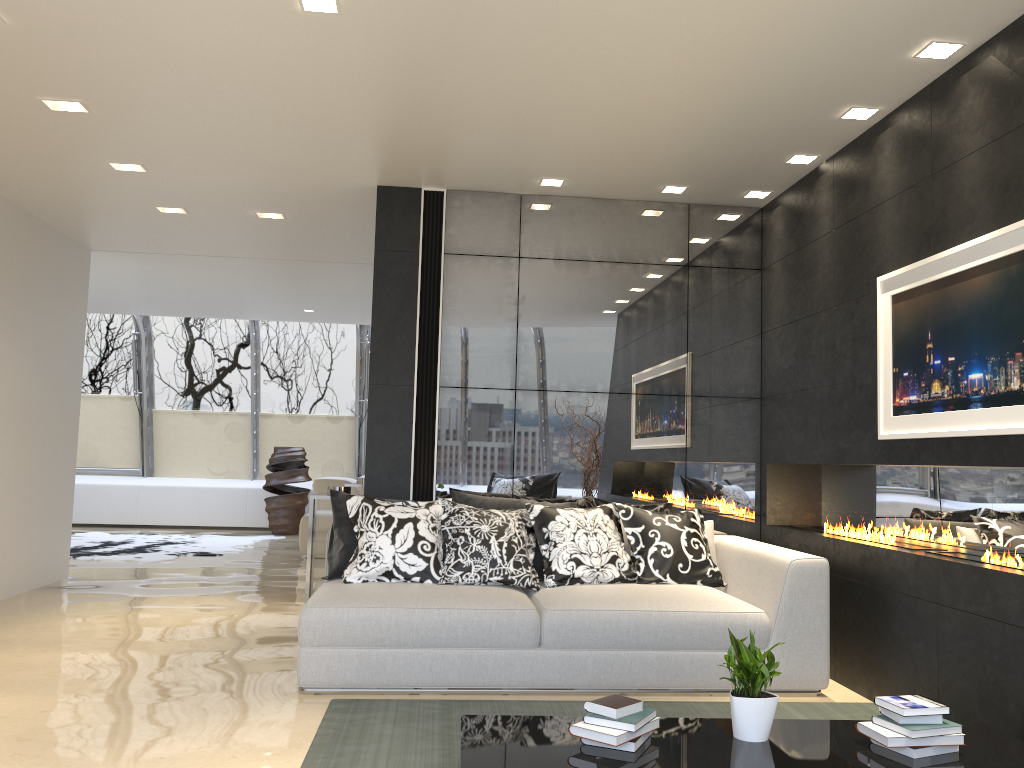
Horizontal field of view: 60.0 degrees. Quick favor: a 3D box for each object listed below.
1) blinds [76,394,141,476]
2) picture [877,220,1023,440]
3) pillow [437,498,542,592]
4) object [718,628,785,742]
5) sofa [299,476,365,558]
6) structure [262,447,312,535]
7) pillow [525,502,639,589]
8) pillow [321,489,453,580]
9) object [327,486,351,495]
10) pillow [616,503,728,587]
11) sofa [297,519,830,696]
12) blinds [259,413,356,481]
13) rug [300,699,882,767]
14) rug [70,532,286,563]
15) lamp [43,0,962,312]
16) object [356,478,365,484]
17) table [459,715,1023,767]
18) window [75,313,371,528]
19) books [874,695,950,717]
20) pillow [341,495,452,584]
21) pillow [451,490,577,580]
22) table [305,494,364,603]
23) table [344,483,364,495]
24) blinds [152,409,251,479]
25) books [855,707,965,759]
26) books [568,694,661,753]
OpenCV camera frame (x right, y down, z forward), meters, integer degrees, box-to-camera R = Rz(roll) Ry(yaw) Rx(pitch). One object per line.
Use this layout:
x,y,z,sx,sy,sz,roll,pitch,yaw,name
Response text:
-6.154,0.767,13.111,1.376,1.214,0.387,2,-5,-5,blinds
1.918,-0.213,3.355,0.025,0.804,2.068,2,-5,-5,picture
-0.124,0.904,4.964,0.623,0.505,0.393,3,-5,-11,pillow
0.833,1.051,3.109,0.284,0.369,0.215,4,-6,-27,object
-0.408,1.675,11.444,4.169,0.866,3.257,2,-5,-6,sofa
-3.189,1.519,12.571,0.674,1.258,0.672,4,-6,-28,structure
0.416,0.924,5.107,0.598,0.470,0.390,4,-5,-21,pillow
-0.691,0.892,5.196,0.808,0.525,0.434,2,-5,-9,pillow
-1.135,0.703,5.825,0.151,0.059,0.153,-3,-7,44,object
0.940,0.956,5.239,0.610,0.479,0.383,3,-5,-18,pillow
0.223,1.173,4.976,2.625,0.798,1.334,2,-5,-5,sofa
-3.098,0.976,13.424,1.430,1.027,0.329,2,-5,-5,blinds
0.706,1.418,3.124,2.923,0.012,2.194,2,-5,-5,rug
-4.266,1.909,10.470,2.705,0.008,3.220,2,-5,-6,rug
-2.415,-1.320,6.150,9.928,0.004,9.775,2,-5,-5,lamp
-1.380,0.909,8.303,0.153,0.059,0.151,-2,-6,34,object
0.815,1.318,3.013,1.982,0.187,0.594,2,-5,-3,table
-4.399,0.089,6.073,16.171,3.674,16.693,2,-5,1,window
1.375,1.105,3.051,0.185,0.027,0.154,3,-5,-14,books
-0.639,0.874,4.939,0.607,0.483,0.368,2,-5,-6,pillow
0.021,0.904,5.274,0.796,0.511,0.474,2,-5,-4,pillow
-1.149,1.165,5.785,0.350,0.872,0.202,2,-5,-5,table
-1.394,1.371,8.263,0.350,0.872,0.202,2,-5,-5,table
-4.630,0.920,13.278,1.430,1.027,0.329,2,-5,-5,blinds
1.358,1.180,3.036,0.307,0.126,0.223,3,-5,-17,books
0.349,1.148,3.013,0.223,0.126,0.307,-1,-6,32,books
